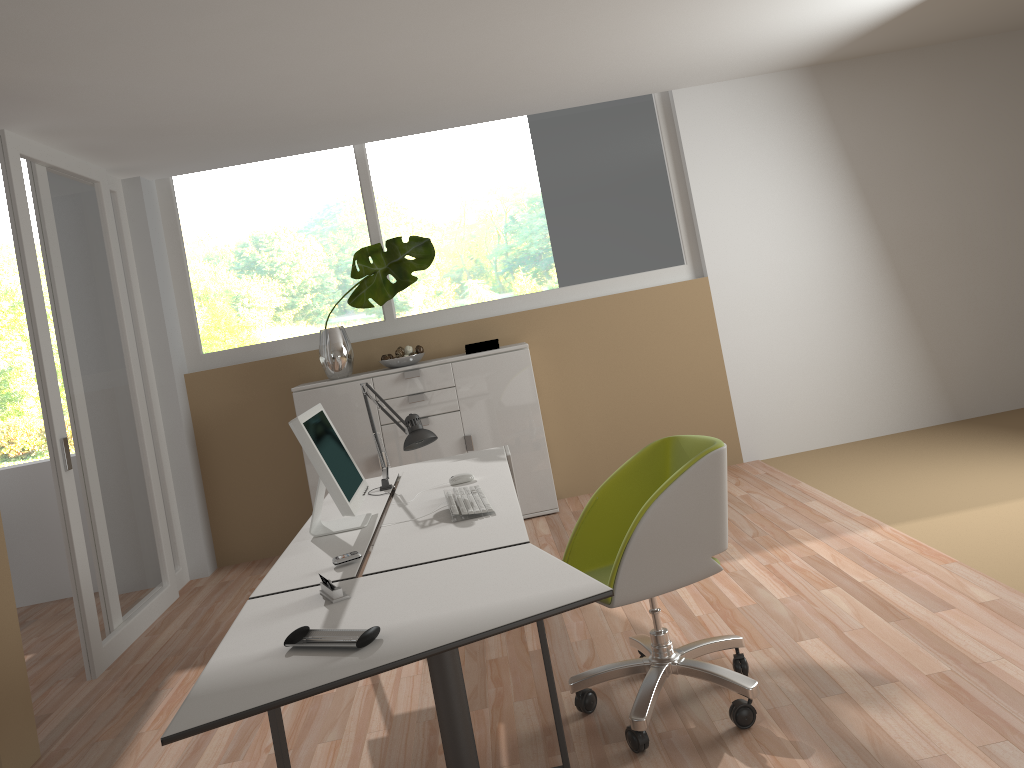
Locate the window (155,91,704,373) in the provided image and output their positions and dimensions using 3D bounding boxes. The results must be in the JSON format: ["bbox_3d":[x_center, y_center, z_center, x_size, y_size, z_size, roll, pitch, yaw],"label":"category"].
[{"bbox_3d":[-0.586,-1.292,6.130,3.638,1.804,0.045,-11,-2,-3],"label":"window"}]

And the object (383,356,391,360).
[{"bbox_3d":[-0.810,-0.153,5.716,0.054,0.061,0.057,-9,2,41],"label":"object"}]

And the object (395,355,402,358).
[{"bbox_3d":[-0.723,-0.155,5.665,0.056,0.065,0.052,-10,1,10],"label":"object"}]

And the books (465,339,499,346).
[{"bbox_3d":[-0.200,-0.274,5.812,0.222,0.006,0.157,-11,5,-3],"label":"books"}]

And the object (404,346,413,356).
[{"bbox_3d":[-0.675,-0.217,5.735,0.055,0.067,0.051,-10,1,20],"label":"object"}]

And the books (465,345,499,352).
[{"bbox_3d":[-0.198,-0.236,5.811,0.222,0.007,0.157,-11,5,-5],"label":"books"}]

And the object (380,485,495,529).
[{"bbox_3d":[-0.274,0.458,3.109,0.389,0.080,0.456,-11,5,-8],"label":"object"}]

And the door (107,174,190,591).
[{"bbox_3d":[-2.298,0.011,5.101,0.045,2.654,1.184,-10,-1,-2],"label":"door"}]

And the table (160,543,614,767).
[{"bbox_3d":[-0.177,0.879,2.074,0.928,0.689,0.810,-11,2,-6],"label":"table"}]

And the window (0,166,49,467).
[{"bbox_3d":[-5.456,-1.188,11.349,12.156,5.975,2.059,-12,-1,-20],"label":"window"}]

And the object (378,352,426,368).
[{"bbox_3d":[-0.715,-0.149,5.759,0.318,0.063,0.311,-14,6,-38],"label":"object"}]

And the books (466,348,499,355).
[{"bbox_3d":[-0.194,-0.219,5.809,0.222,0.007,0.157,-11,5,-3],"label":"books"}]

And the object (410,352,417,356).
[{"bbox_3d":[-0.634,-0.177,5.716,0.054,0.064,0.056,-11,1,-25],"label":"object"}]

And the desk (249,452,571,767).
[{"bbox_3d":[-0.324,0.797,3.268,0.805,0.686,1.604,-11,4,-2],"label":"desk"}]

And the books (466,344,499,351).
[{"bbox_3d":[-0.197,-0.247,5.811,0.222,0.006,0.157,-11,5,-3],"label":"books"}]

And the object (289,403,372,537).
[{"bbox_3d":[-0.647,0.296,3.164,0.197,0.432,0.466,-10,2,-2],"label":"object"}]

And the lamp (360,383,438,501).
[{"bbox_3d":[-0.472,0.254,3.550,0.141,0.530,0.534,-9,1,-38],"label":"lamp"}]

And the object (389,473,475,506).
[{"bbox_3d":[-0.306,0.430,3.474,0.374,0.080,0.139,-13,4,-24],"label":"object"}]

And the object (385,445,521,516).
[{"bbox_3d":[-0.257,0.709,4.224,0.622,0.678,0.307,-11,-1,-3],"label":"object"}]

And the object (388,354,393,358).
[{"bbox_3d":[-0.811,-0.168,5.817,0.054,0.064,0.056,-12,2,-44],"label":"object"}]

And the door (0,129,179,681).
[{"bbox_3d":[-2.225,0.030,4.740,0.060,2.654,1.184,-10,-1,-2],"label":"door"}]

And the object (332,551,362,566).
[{"bbox_3d":[-0.492,0.520,2.626,0.085,0.021,0.047,-13,4,-24],"label":"object"}]

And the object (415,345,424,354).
[{"bbox_3d":[-0.603,-0.221,5.739,0.052,0.068,0.053,-10,1,5],"label":"object"}]

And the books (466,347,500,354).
[{"bbox_3d":[-0.194,-0.225,5.811,0.222,0.006,0.157,-11,5,-3],"label":"books"}]

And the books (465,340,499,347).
[{"bbox_3d":[-0.200,-0.269,5.811,0.222,0.007,0.157,-11,5,-3],"label":"books"}]

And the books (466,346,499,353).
[{"bbox_3d":[-0.195,-0.230,5.811,0.222,0.006,0.157,-11,5,-3],"label":"books"}]

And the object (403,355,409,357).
[{"bbox_3d":[-0.682,-0.157,5.705,0.055,0.066,0.052,-11,1,-12],"label":"object"}]

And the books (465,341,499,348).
[{"bbox_3d":[-0.201,-0.263,5.814,0.222,0.008,0.157,-11,5,-3],"label":"books"}]

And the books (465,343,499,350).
[{"bbox_3d":[-0.200,-0.252,5.810,0.222,0.006,0.157,-11,5,-2],"label":"books"}]

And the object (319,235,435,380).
[{"bbox_3d":[-0.879,-0.518,5.780,0.860,0.848,0.264,-11,-1,-6],"label":"object"}]

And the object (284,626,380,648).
[{"bbox_3d":[-0.403,0.565,1.968,0.214,0.030,0.090,-8,5,27],"label":"object"}]

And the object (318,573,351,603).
[{"bbox_3d":[-0.473,0.532,2.332,0.049,0.055,0.129,-11,4,-27],"label":"object"}]

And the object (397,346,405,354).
[{"bbox_3d":[-0.736,-0.214,5.822,0.053,0.071,0.052,-10,1,4],"label":"object"}]

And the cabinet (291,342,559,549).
[{"bbox_3d":[-0.554,0.408,5.737,1.525,1.087,0.415,-11,-1,-3],"label":"cabinet"}]

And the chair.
[{"bbox_3d":[0.472,0.631,2.864,0.604,0.811,0.616,-11,1,-28],"label":"chair"}]

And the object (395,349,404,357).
[{"bbox_3d":[-0.730,-0.197,5.712,0.054,0.064,0.055,-11,1,-18],"label":"object"}]

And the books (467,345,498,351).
[{"bbox_3d":[-0.196,-0.241,5.811,0.222,0.006,0.157,-11,5,-3],"label":"books"}]

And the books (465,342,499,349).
[{"bbox_3d":[-0.200,-0.258,5.814,0.222,0.008,0.157,-11,5,-3],"label":"books"}]

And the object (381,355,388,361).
[{"bbox_3d":[-0.830,-0.160,5.767,0.056,0.065,0.052,-11,1,-24],"label":"object"}]
